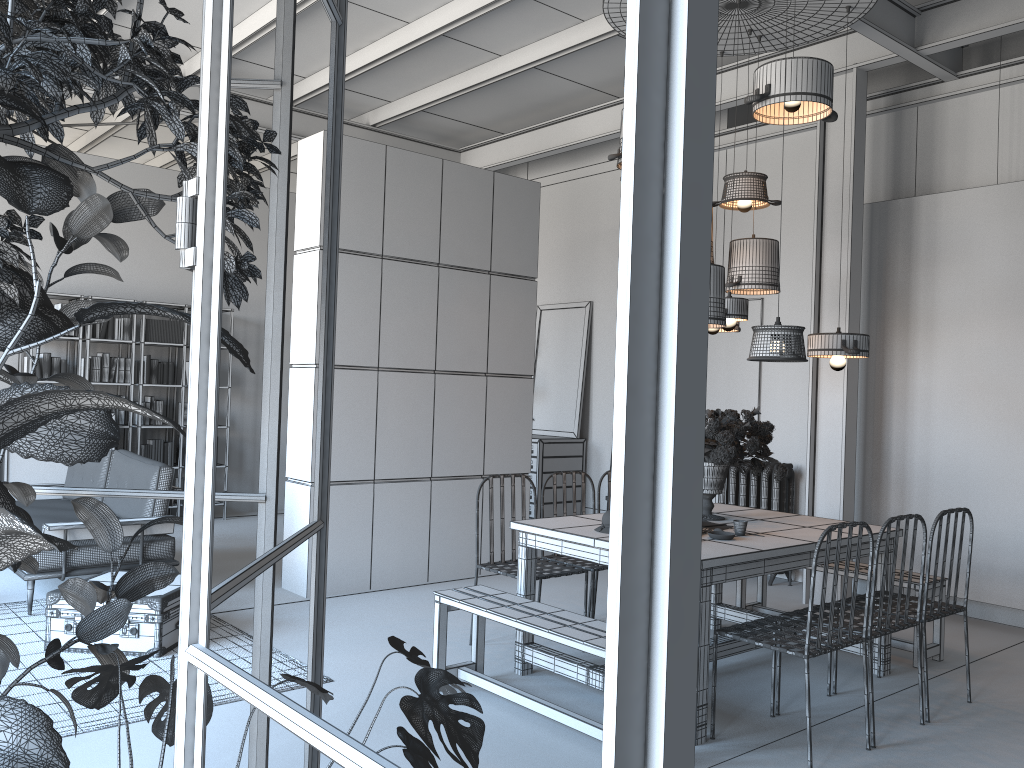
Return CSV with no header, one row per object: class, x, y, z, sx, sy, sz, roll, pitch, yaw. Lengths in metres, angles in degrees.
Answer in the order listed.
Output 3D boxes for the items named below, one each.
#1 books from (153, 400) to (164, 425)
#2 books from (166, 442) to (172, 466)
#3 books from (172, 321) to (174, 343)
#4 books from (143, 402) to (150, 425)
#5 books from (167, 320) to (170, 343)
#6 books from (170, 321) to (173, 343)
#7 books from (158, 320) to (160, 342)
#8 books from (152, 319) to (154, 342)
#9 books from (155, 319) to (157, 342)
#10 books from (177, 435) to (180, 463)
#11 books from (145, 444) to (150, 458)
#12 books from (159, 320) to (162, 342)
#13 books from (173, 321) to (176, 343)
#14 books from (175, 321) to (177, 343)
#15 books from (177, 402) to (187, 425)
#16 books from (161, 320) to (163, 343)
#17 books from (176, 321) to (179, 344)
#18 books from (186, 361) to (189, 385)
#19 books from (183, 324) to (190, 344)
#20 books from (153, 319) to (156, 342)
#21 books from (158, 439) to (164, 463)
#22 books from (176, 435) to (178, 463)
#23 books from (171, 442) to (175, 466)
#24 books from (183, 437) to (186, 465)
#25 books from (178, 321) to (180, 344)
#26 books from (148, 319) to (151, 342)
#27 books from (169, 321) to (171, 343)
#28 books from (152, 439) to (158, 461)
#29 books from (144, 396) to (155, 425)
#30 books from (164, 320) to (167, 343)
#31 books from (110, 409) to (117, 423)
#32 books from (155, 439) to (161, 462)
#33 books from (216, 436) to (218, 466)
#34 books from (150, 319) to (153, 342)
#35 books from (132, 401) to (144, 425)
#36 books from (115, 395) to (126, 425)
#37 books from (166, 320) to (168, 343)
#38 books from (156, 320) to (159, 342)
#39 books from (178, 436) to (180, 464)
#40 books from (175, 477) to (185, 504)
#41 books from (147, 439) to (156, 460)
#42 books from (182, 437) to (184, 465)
books,-3.716,0.298,9.252,0.091,0.265,0.193,3,-1,-40
books,-3.591,0.732,9.255,0.025,0.254,0.184,3,-1,-40
books,-3.555,-0.538,9.219,0.016,0.240,0.182,3,-1,-40
books,-3.801,0.305,9.169,0.057,0.244,0.178,3,-1,-40
books,-3.591,-0.539,9.188,0.016,0.240,0.182,3,-1,-40
books,-3.567,-0.538,9.209,0.016,0.240,0.182,3,-1,-40
books,-3.663,-0.542,9.127,0.016,0.240,0.182,3,-1,-40
books,-3.710,-0.544,9.086,0.016,0.240,0.182,3,-1,-40
books,-3.686,-0.543,9.107,0.016,0.240,0.182,3,-1,-40
books,-3.474,0.713,9.626,0.303,0.326,0.033,3,-1,-40
books,-3.760,0.734,9.112,0.022,0.227,0.165,3,-1,-40
books,-3.651,-0.542,9.137,0.016,0.240,0.182,3,-1,-40
books,-3.543,-0.537,9.229,0.016,0.240,0.182,3,-1,-40
books,-3.531,-0.537,9.239,0.016,0.240,0.182,3,-1,-40
books,-3.506,0.317,9.434,0.043,0.245,0.170,3,-1,-40
books,-3.639,-0.541,9.148,0.016,0.240,0.182,3,-1,-40
books,-3.519,-0.536,9.249,0.016,0.240,0.182,3,-1,-40
books,-3.401,-0.113,9.389,0.084,0.268,0.195,2,-1,-39
books,-3.420,-0.560,9.404,0.048,0.299,0.243,3,-1,-40
books,-3.698,-0.544,9.097,0.016,0.240,0.182,3,-1,-40
books,-3.661,0.714,9.198,0.027,0.278,0.202,3,-1,-40
books,-3.497,0.712,9.652,0.303,0.326,0.033,3,-1,-40
books,-3.573,0.732,9.272,0.025,0.254,0.184,3,-1,-40
books,-3.337,0.714,9.479,0.333,0.322,0.037,3,-1,-40
books,-3.507,-0.536,9.260,0.016,0.240,0.182,3,-1,-40
books,-3.734,-0.545,9.066,0.016,0.240,0.182,3,-1,-40
books,-3.579,-0.539,9.198,0.016,0.240,0.182,3,-1,-40
books,-3.702,0.712,9.162,0.027,0.278,0.202,3,-1,-40
books,-3.785,0.275,9.238,0.038,0.303,0.222,3,-1,-40
books,-3.615,-0.540,9.168,0.016,0.240,0.182,3,-1,-40
books,-4.067,0.284,8.981,0.084,0.267,0.193,3,-1,-41
books,-3.681,0.713,9.179,0.027,0.278,0.202,3,-1,-40
books,-3.255,0.718,9.369,0.303,0.326,0.033,3,-1,-40
books,-3.722,-0.545,9.076,0.016,0.240,0.182,3,-1,-40
books,-3.854,0.303,9.138,0.057,0.244,0.178,3,-1,-40
books,-4.009,0.265,9.028,0.071,0.303,0.222,3,-1,-40
books,-3.603,-0.540,9.178,0.016,0.240,0.182,3,-1,-40
books,-3.675,-0.543,9.117,0.016,0.240,0.182,3,-1,-40
books,-3.437,0.715,9.590,0.319,0.318,0.068,3,-1,-40
books,-3.526,1.133,9.409,0.030,0.277,0.192,3,-1,-40
books,-3.722,0.712,9.144,0.027,0.278,0.202,3,-1,-40
books,-3.362,0.719,9.508,0.343,0.312,0.040,3,-1,-40
